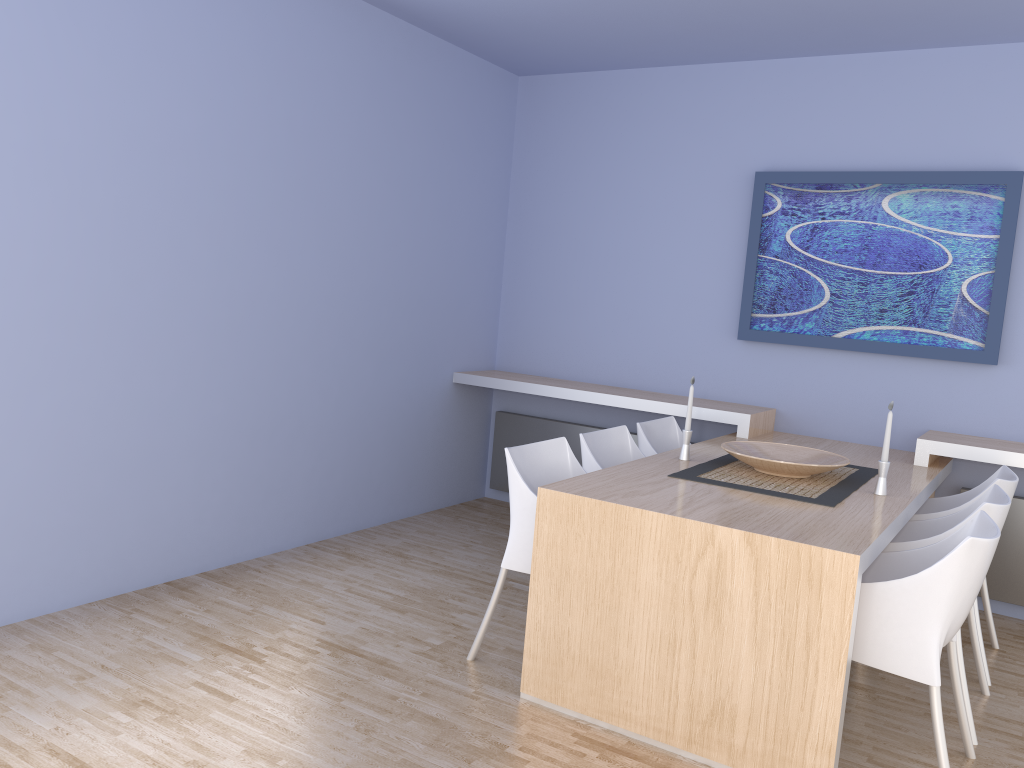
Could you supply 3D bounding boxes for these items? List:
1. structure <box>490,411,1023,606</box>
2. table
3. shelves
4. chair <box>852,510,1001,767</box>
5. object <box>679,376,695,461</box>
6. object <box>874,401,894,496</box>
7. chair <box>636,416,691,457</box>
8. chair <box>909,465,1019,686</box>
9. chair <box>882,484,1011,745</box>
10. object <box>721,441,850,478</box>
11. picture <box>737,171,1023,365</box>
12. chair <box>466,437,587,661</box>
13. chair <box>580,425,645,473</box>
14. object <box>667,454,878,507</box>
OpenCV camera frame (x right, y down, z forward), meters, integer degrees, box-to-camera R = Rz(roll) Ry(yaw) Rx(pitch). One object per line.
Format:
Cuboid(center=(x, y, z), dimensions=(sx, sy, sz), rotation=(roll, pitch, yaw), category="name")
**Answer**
Cuboid(center=(1.514, 0.659, 4.721), dimensions=(3.843, 0.503, 0.064), rotation=(8, 7, 31), category="structure")
Cuboid(center=(1.097, 0.706, 3.661), dimensions=(1.002, 0.718, 2.340), rotation=(8, 7, 31), category="table")
Cuboid(center=(1.369, 0.573, 4.594), dimensions=(3.901, 0.840, 0.463), rotation=(8, 7, 31), category="shelves")
Cuboid(center=(1.170, 0.772, 2.690), dimensions=(0.486, 0.793, 0.510), rotation=(8, 7, 31), category="chair")
Cuboid(center=(0.725, 0.139, 3.635), dimensions=(0.045, 0.349, 0.045), rotation=(3, 6, -17), category="object")
Cuboid(center=(1.367, 0.232, 3.239), dimensions=(0.045, 0.349, 0.045), rotation=(8, 7, 31), category="object")
Cuboid(center=(0.808, 0.584, 4.261), dimensions=(0.486, 0.793, 0.510), rotation=(8, 7, 31), category="chair")
Cuboid(center=(1.795, 0.724, 3.693), dimensions=(0.486, 0.793, 0.510), rotation=(8, 7, 31), category="chair")
Cuboid(center=(1.484, 0.748, 3.195), dimensions=(0.486, 0.793, 0.510), rotation=(8, 7, 32), category="chair")
Cuboid(center=(1.080, 0.311, 3.529), dimensions=(0.493, 0.081, 0.493), rotation=(0, 7, -40), category="object")
Cuboid(center=(1.805, -0.613, 4.479), dimensions=(1.252, 0.901, 0.049), rotation=(8, 7, 31), category="picture")
Cuboid(center=(0.201, 0.631, 3.287), dimensions=(0.486, 0.793, 0.510), rotation=(8, 7, 31), category="chair")
Cuboid(center=(0.504, 0.607, 3.774), dimensions=(0.486, 0.793, 0.510), rotation=(8, 7, 31), category="chair")
Cuboid(center=(1.078, 0.353, 3.530), dimensions=(0.594, 0.005, 0.986), rotation=(8, 7, 31), category="object")
